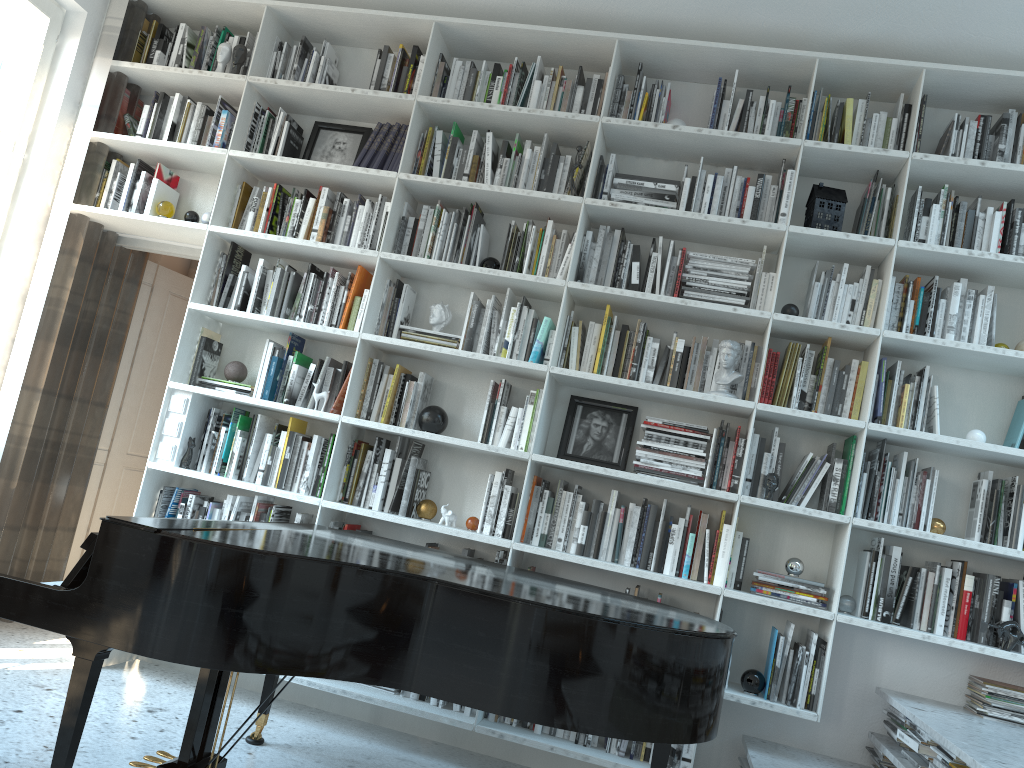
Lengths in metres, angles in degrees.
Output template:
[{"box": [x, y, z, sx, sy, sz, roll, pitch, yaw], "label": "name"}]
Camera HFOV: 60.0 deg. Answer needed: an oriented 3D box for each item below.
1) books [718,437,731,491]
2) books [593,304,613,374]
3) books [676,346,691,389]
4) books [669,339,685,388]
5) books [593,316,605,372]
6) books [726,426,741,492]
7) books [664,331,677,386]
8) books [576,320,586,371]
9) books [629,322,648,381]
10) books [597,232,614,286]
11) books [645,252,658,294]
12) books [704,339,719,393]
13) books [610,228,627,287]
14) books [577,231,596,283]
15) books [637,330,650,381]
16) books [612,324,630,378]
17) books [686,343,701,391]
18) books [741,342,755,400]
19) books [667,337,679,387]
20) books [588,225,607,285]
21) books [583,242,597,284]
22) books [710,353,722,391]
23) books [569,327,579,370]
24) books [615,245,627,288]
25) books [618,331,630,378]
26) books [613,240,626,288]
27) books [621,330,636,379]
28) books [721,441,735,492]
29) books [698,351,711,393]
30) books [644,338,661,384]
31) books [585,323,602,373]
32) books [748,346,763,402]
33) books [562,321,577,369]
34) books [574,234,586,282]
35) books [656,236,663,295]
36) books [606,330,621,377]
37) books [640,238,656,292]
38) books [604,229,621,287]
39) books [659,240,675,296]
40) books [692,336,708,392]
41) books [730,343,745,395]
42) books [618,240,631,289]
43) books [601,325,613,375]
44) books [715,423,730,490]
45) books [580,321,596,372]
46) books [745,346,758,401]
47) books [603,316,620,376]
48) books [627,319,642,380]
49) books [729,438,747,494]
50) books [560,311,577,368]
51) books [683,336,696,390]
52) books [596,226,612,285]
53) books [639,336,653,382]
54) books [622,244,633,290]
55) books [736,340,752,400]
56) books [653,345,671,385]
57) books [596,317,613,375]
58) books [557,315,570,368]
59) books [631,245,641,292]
[{"box": [0.878, 0.341, 3.686, 0.013, 0.232, 0.134, 11, -7, 12], "label": "books"}, {"box": [0.393, -0.166, 3.819, 0.014, 0.317, 0.188, 11, -7, 12], "label": "books"}, {"box": [0.724, -0.045, 3.752, 0.029, 0.200, 0.178, 11, -7, 12], "label": "books"}, {"box": [0.698, -0.061, 3.757, 0.029, 0.223, 0.185, 11, -7, 12], "label": "books"}, {"box": [0.385, -0.144, 3.862, 0.010, 0.283, 0.137, 11, -7, 12], "label": "books"}, {"box": [0.911, 0.321, 3.663, 0.011, 0.279, 0.186, 11, -7, 12], "label": "books"}, {"box": [0.674, -0.081, 3.780, 0.014, 0.258, 0.162, 11, -7, 12], "label": "books"}, {"box": [0.300, -0.141, 3.862, 0.042, 0.241, 0.162, 11, -7, 12], "label": "books"}, {"box": [0.541, -0.113, 3.792, 0.027, 0.267, 0.190, 11, -7, 12], "label": "books"}, {"box": [0.413, -0.506, 3.885, 0.025, 0.265, 0.185, 11, -7, 12], "label": "books"}, {"box": [0.605, -0.444, 3.849, 0.024, 0.216, 0.148, 11, -7, 12], "label": "books"}, {"box": [0.838, -0.051, 3.749, 0.024, 0.258, 0.127, 11, -7, 12], "label": "books"}, {"box": [0.463, -0.512, 3.886, 0.011, 0.300, 0.180, 11, -7, 12], "label": "books"}, {"box": [0.326, -0.521, 3.913, 0.026, 0.266, 0.171, 11, -7, 12], "label": "books"}, {"box": [0.563, -0.097, 3.813, 0.011, 0.251, 0.130, 11, -7, 12], "label": "books"}, {"box": [0.471, -0.116, 3.841, 0.028, 0.259, 0.134, 11, -7, 12], "label": "books"}, {"box": [0.769, -0.048, 3.771, 0.025, 0.230, 0.143, 11, -7, 12], "label": "books"}, {"box": [0.981, -0.029, 3.709, 0.014, 0.265, 0.154, 11, -7, 12], "label": "books"}, {"box": [0.682, -0.068, 3.772, 0.010, 0.233, 0.175, 11, -7, 12], "label": "books"}, {"box": [0.380, -0.526, 3.902, 0.026, 0.296, 0.179, 11, -7, 12], "label": "books"}, {"box": [0.350, -0.495, 3.920, 0.027, 0.228, 0.147, 11, -7, 12], "label": "books"}, {"box": [0.860, -0.018, 3.737, 0.035, 0.201, 0.149, 11, -7, 12], "label": "books"}, {"box": [0.276, -0.130, 3.852, 0.053, 0.208, 0.156, 11, -7, 12], "label": "books"}, {"box": [0.479, -0.475, 3.880, 0.014, 0.233, 0.147, 11, -7, 12], "label": "books"}, {"box": [0.484, -0.101, 3.815, 0.012, 0.227, 0.170, 11, -7, 12], "label": "books"}, {"box": [0.469, -0.487, 3.884, 0.011, 0.251, 0.153, 11, -7, 12], "label": "books"}, {"box": [0.504, -0.100, 3.819, 0.025, 0.235, 0.137, 11, -7, 12], "label": "books"}, {"box": [0.892, 0.351, 3.680, 0.021, 0.217, 0.132, 11, -7, 12], "label": "books"}, {"box": [0.812, -0.028, 3.757, 0.022, 0.206, 0.114, 11, -7, 12], "label": "books"}, {"box": [0.600, -0.073, 3.790, 0.030, 0.214, 0.169, 11, -7, 12], "label": "books"}, {"box": [0.360, -0.129, 3.852, 0.029, 0.240, 0.156, 11, -7, 12], "label": "books"}, {"box": [1.016, -0.020, 3.721, 0.023, 0.264, 0.107, 11, -7, 12], "label": "books"}, {"box": [0.253, -0.145, 3.885, 0.011, 0.235, 0.142, 11, -7, 12], "label": "books"}, {"box": [0.308, -0.516, 3.926, 0.012, 0.253, 0.161, 11, -7, 12], "label": "books"}, {"box": [0.639, -0.475, 3.850, 0.049, 0.291, 0.162, 11, -7, 12], "label": "books"}, {"box": [0.442, -0.107, 3.839, 0.024, 0.228, 0.148, 11, -7, 12], "label": "books"}, {"box": [0.591, -0.481, 3.865, 0.022, 0.285, 0.131, 11, -7, 12], "label": "books"}, {"box": [0.445, -0.512, 3.898, 0.029, 0.295, 0.151, 11, -7, 12], "label": "books"}, {"box": [0.668, -0.461, 3.828, 0.021, 0.268, 0.192, 11, -7, 12], "label": "books"}, {"box": [0.792, -0.060, 3.749, 0.025, 0.258, 0.151, 11, -7, 12], "label": "books"}, {"box": [0.939, -0.033, 3.724, 0.025, 0.259, 0.130, 11, -7, 12], "label": "books"}, {"box": [0.493, -0.482, 3.875, 0.014, 0.250, 0.173, 11, -7, 12], "label": "books"}, {"box": [0.416, -0.121, 3.841, 0.010, 0.244, 0.150, 11, -7, 12], "label": "books"}, {"box": [0.871, 0.311, 3.685, 0.011, 0.287, 0.152, 11, -7, 12], "label": "books"}, {"box": [0.335, -0.136, 3.864, 0.026, 0.247, 0.139, 11, -7, 12], "label": "books"}, {"box": [0.997, -0.022, 3.718, 0.014, 0.260, 0.137, 11, -7, 12], "label": "books"}, {"box": [0.427, -0.139, 3.823, 0.010, 0.280, 0.171, 11, -7, 12], "label": "books"}, {"box": [0.526, -0.121, 3.811, 0.013, 0.283, 0.177, 11, -7, 12], "label": "books"}, {"box": [0.925, 0.347, 3.646, 0.034, 0.229, 0.200, 11, -7, 12], "label": "books"}, {"box": [0.248, -0.169, 3.891, 0.010, 0.281, 0.140, 11, -7, 12], "label": "books"}, {"box": [0.746, -0.064, 3.740, 0.012, 0.244, 0.186, 11, -7, 12], "label": "books"}, {"box": [0.404, -0.527, 3.917, 0.014, 0.312, 0.134, 11, -7, 12], "label": "books"}, {"box": [0.574, -0.079, 3.795, 0.024, 0.216, 0.175, 11, -7, 12], "label": "books"}, {"box": [0.505, -0.474, 3.873, 0.011, 0.239, 0.147, 11, -7, 12], "label": "books"}, {"box": [0.967, -0.036, 3.730, 0.025, 0.278, 0.108, 11, -7, 12], "label": "books"}, {"box": [0.639, -0.056, 3.793, 0.050, 0.198, 0.146, 11, -7, 12], "label": "books"}, {"box": [0.401, -0.139, 3.813, 0.015, 0.266, 0.189, 11, -7, 12], "label": "books"}, {"box": [0.232, -0.159, 3.883, 0.012, 0.253, 0.161, 11, -7, 12], "label": "books"}, {"box": [0.541, -0.467, 3.858, 0.066, 0.236, 0.154, 11, -7, 12], "label": "books"}]
